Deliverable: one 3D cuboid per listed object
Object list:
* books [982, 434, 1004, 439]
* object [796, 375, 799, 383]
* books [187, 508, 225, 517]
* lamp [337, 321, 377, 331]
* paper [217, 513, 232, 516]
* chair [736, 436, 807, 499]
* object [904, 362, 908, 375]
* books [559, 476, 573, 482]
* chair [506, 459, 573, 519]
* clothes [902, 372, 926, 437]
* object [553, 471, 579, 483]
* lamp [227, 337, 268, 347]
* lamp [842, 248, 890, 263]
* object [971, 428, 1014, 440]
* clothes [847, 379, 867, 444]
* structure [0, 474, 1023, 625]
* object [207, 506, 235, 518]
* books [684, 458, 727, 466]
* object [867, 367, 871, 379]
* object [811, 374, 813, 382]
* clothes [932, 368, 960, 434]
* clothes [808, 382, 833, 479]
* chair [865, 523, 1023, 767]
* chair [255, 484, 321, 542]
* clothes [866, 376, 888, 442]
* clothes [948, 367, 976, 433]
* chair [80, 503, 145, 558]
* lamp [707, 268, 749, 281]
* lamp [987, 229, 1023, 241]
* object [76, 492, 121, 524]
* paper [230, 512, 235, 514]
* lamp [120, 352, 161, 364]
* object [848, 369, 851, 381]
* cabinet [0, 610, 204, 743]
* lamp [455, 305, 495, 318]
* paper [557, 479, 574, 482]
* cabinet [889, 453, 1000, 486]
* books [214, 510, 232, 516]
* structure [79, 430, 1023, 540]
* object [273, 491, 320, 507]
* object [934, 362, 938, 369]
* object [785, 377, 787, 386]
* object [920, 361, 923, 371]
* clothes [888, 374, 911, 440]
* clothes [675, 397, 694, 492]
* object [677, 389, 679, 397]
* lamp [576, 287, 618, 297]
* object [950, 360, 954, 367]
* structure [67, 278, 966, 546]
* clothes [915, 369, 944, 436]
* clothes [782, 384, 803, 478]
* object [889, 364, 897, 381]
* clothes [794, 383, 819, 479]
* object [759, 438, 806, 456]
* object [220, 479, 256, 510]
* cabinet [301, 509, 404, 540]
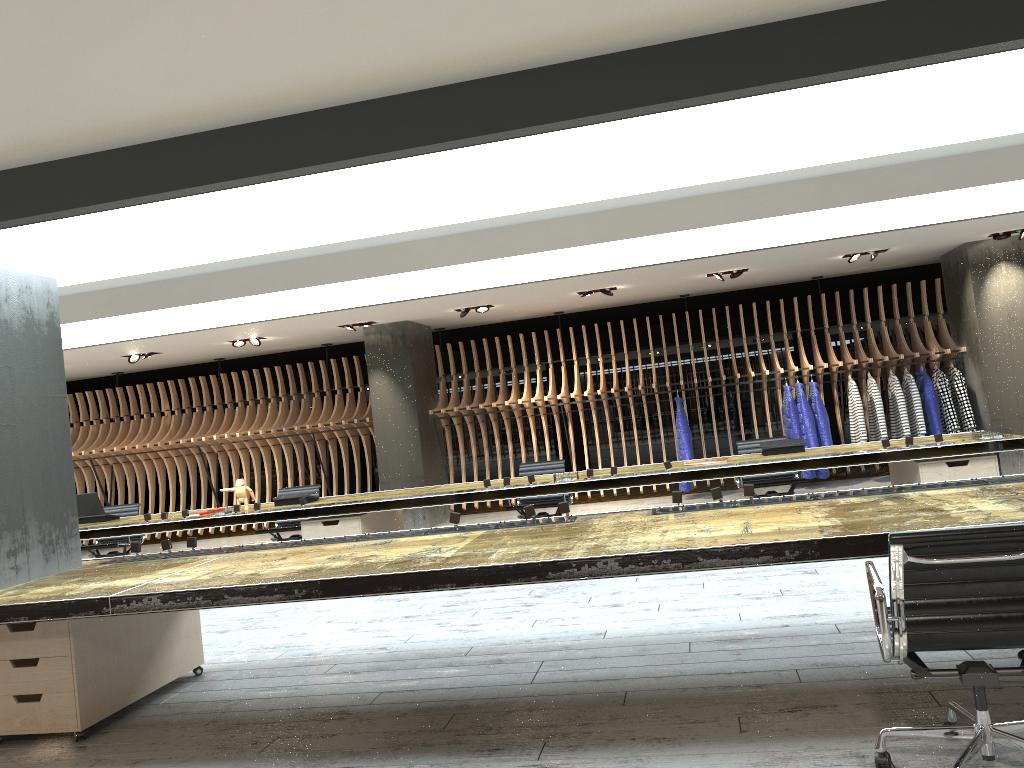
[{"bbox_3d":[3.752,0.408,6.924,0.110,0.025,0.155,-7,-2,6],"label":"books"},{"bbox_3d":[3.702,0.026,11.467,0.012,0.291,0.523,-7,-2,11],"label":"object"},{"bbox_3d":[-3.005,1.251,8.646,0.212,0.026,0.366,-7,-2,22],"label":"books"},{"bbox_3d":[-2.043,-0.822,11.709,0.492,0.296,0.269,-7,-2,11],"label":"lamp"},{"bbox_3d":[-2.665,1.205,8.205,0.130,0.004,0.176,-7,-2,15],"label":"paper"},{"bbox_3d":[2.429,0.948,8.290,0.693,0.860,0.667,-6,-3,-3],"label":"chair"},{"bbox_3d":[4.985,-0.120,11.199,0.012,0.313,0.517,-7,-2,11],"label":"object"},{"bbox_3d":[0.462,0.809,7.573,0.110,0.025,0.155,-7,-2,6],"label":"books"},{"bbox_3d":[0.275,1.211,8.709,0.693,0.860,0.667,-7,-3,7],"label":"chair"},{"bbox_3d":[5.038,0.376,11.073,0.128,1.063,0.752,-7,-3,10],"label":"clothes"},{"bbox_3d":[0.464,0.798,7.577,0.209,0.072,0.302,-7,-2,6],"label":"object"},{"bbox_3d":[-3.596,-0.636,12.019,0.492,0.288,0.269,-7,-2,11],"label":"lamp"},{"bbox_3d":[4.166,-1.581,10.470,0.492,0.292,0.269,-7,-2,11],"label":"lamp"},{"bbox_3d":[3.754,0.398,6.928,0.217,0.074,0.302,-7,-2,6],"label":"object"},{"bbox_3d":[4.379,0.457,11.204,0.128,1.063,0.752,-7,-3,10],"label":"clothes"},{"bbox_3d":[-1.586,1.357,6.471,18.467,0.845,4.834,-7,-2,11],"label":"structure"},{"bbox_3d":[-2.669,1.182,8.205,0.217,0.074,0.302,-7,-2,6],"label":"object"},{"bbox_3d":[1.695,0.680,7.768,0.365,0.026,0.213,-7,-2,12],"label":"books"},{"bbox_3d":[4.556,-0.067,11.285,0.012,0.313,0.517,-7,-2,11],"label":"object"},{"bbox_3d":[3.878,-0.003,11.448,0.012,0.270,0.525,-7,-2,11],"label":"object"},{"bbox_3d":[5.395,0.388,10.983,0.191,1.188,0.806,-7,-3,12],"label":"clothes"},{"bbox_3d":[3.931,0.587,11.452,0.245,1.240,0.884,-7,-3,8],"label":"clothes"},{"bbox_3d":[1.547,0.871,2.996,0.693,0.860,0.667,-7,-3,7],"label":"chair"},{"bbox_3d":[-2.293,1.525,9.255,0.693,0.860,0.667,-7,-3,2],"label":"chair"},{"bbox_3d":[4.608,0.429,11.158,0.128,1.063,0.752,-7,-3,10],"label":"clothes"},{"bbox_3d":[5.580,0.366,10.956,0.191,1.186,0.799,-7,-3,12],"label":"clothes"},{"bbox_3d":[-4.398,1.783,9.699,0.693,0.860,0.667,-6,-3,-3],"label":"chair"},{"bbox_3d":[2.614,-1.395,10.780,0.492,0.286,0.269,-7,-2,11],"label":"lamp"},{"bbox_3d":[5.704,-1.771,10.103,0.492,0.292,0.269,-7,-3,18],"label":"lamp"},{"bbox_3d":[-4.337,1.278,9.186,0.372,0.316,0.365,-7,-2,11],"label":"object"},{"bbox_3d":[-2.665,1.203,8.206,0.130,0.004,0.176,-7,-2,17],"label":"paper"},{"bbox_3d":[-5.148,-0.447,12.329,0.492,0.288,0.269,-7,-2,11],"label":"lamp"},{"bbox_3d":[4.327,-0.039,11.331,0.012,0.313,0.517,-7,-2,11],"label":"object"},{"bbox_3d":[-2.324,1.500,4.990,0.593,0.631,1.131,-7,-2,11],"label":"cabinet"},{"bbox_3d":[-0.491,-1.013,11.399,0.492,0.292,0.269,-7,-2,11],"label":"lamp"},{"bbox_3d":[0.468,0.821,7.578,0.130,0.004,0.176,-7,-2,17],"label":"paper"},{"bbox_3d":[3.608,0.898,7.411,0.593,0.631,1.131,-7,-2,11],"label":"cabinet"},{"bbox_3d":[-2.671,1.192,8.201,0.110,0.025,0.155,-7,-2,6],"label":"books"},{"bbox_3d":[-1.012,1.351,8.229,10.446,0.845,1.161,-7,-2,11],"label":"structure"},{"bbox_3d":[-2.083,1.112,8.572,0.372,0.088,0.262,-7,-2,11],"label":"object"},{"bbox_3d":[5.336,-0.152,11.133,0.012,0.316,0.516,-7,-2,11],"label":"object"},{"bbox_3d":[3.572,0.048,11.526,0.012,0.292,0.523,-7,-2,11],"label":"object"},{"bbox_3d":[5.189,-0.162,11.219,0.012,0.270,0.525,-7,-2,11],"label":"object"},{"bbox_3d":[4.864,0.398,11.108,0.128,1.063,0.752,-7,-3,10],"label":"clothes"},{"bbox_3d":[2.265,0.790,11.785,0.245,1.240,0.884,-7,-3,8],"label":"clothes"},{"bbox_3d":[2.212,0.200,11.781,0.012,0.270,0.525,-7,-2,11],"label":"object"},{"bbox_3d":[1.062,-1.202,11.090,0.492,0.294,0.269,-7,-2,11],"label":"lamp"},{"bbox_3d":[5.520,-0.176,11.099,0.012,0.313,0.517,-7,-2,11],"label":"object"},{"bbox_3d":[-5.777,0.975,6.664,36.538,2.442,14.877,-7,-2,11],"label":"structure"},{"bbox_3d":[5.271,0.422,11.156,0.245,1.240,0.884,-7,-3,8],"label":"clothes"},{"bbox_3d":[3.637,0.632,11.591,0.242,1.261,0.879,-7,-3,8],"label":"clothes"},{"bbox_3d":[4.811,-0.098,11.234,0.012,0.313,0.517,-7,-2,11],"label":"object"},{"bbox_3d":[3.742,0.605,11.409,0.249,1.247,0.883,-7,-3,8],"label":"clothes"},{"bbox_3d":[2.395,0.560,7.851,0.372,0.111,0.261,-7,-2,11],"label":"object"},{"bbox_3d":[-2.648,1.069,8.538,0.320,0.301,0.097,-6,-3,-5],"label":"object"},{"bbox_3d":[-1.461,1.517,8.419,0.593,0.631,1.131,-7,-2,11],"label":"cabinet"}]
